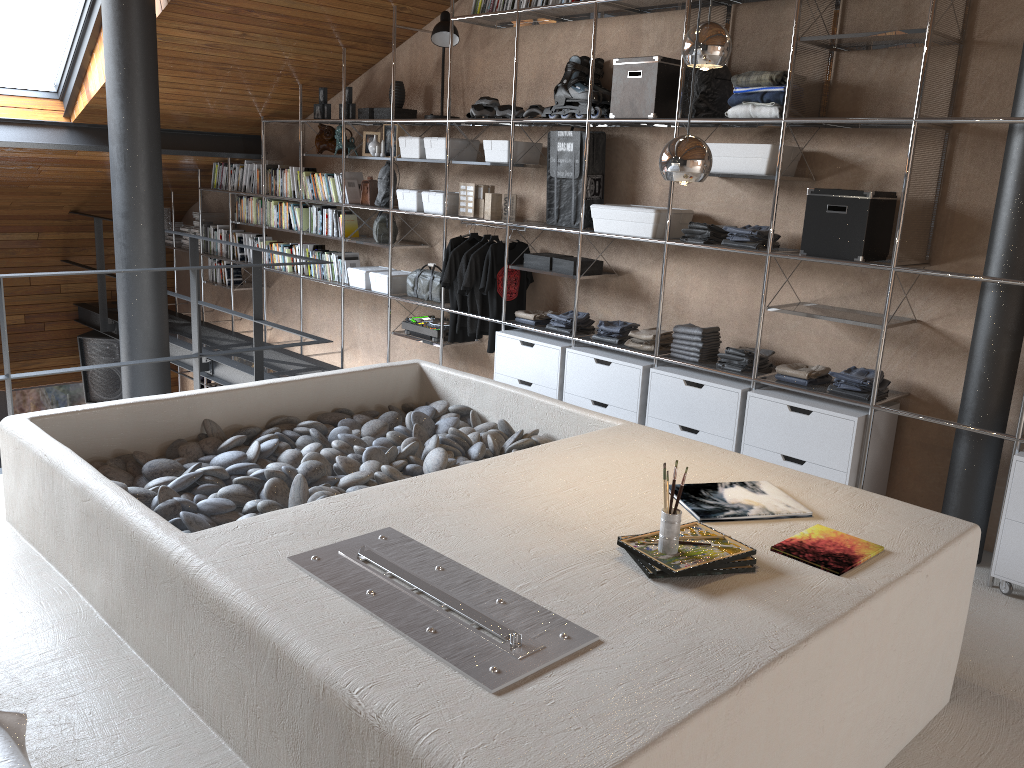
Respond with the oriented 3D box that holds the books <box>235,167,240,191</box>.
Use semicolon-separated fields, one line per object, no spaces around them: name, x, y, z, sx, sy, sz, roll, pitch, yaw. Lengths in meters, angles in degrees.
books;-2.279;-1.739;7.526;0.131;0.202;0.068;-10;19;-43

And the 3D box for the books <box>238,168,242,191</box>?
books;-2.239;-1.722;7.491;0.126;0.194;0.064;-10;19;-43

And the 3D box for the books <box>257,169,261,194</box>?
books;-2.027;-1.665;7.289;0.143;0.199;0.019;-10;19;-43

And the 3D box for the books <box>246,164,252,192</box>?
books;-2.127;-1.709;7.358;0.148;0.229;0.073;-10;19;-43

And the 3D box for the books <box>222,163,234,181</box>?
books;-2.450;-1.803;7.708;0.129;0.226;0.069;-10;19;-43

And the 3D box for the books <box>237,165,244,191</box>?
books;-2.249;-1.735;7.494;0.133;0.215;0.070;-10;19;-43

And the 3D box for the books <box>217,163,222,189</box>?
books;-2.502;-1.821;7.772;0.161;0.228;0.080;-10;19;-43

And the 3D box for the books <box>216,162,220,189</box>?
books;-2.520;-1.827;7.791;0.148;0.229;0.073;-10;19;-43

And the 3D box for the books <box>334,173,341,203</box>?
books;-1.209;-1.434;6.492;0.164;0.209;0.084;-10;19;-44

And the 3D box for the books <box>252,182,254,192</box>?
books;-2.073;-1.685;7.341;0.137;0.197;0.063;-10;19;-44

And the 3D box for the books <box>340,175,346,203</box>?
books;-1.171;-1.412;6.433;0.125;0.200;0.088;-10;19;-43

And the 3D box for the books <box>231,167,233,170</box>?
books;-2.362;-1.754;7.592;0.111;0.194;0.059;-10;19;-43

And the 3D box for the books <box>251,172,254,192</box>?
books;-2.090;-1.678;7.346;0.131;0.178;0.057;-10;19;-44

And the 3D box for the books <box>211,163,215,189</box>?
books;-2.575;-1.840;7.829;0.148;0.229;0.073;-10;19;-43

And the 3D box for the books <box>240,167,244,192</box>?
books;-2.228;-1.723;7.476;0.123;0.201;0.071;-10;19;-43

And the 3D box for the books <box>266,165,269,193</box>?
books;-1.926;-1.648;7.170;0.129;0.231;0.010;-10;19;-43

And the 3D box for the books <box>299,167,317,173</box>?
books;-1.564;-1.548;6.836;0.148;0.232;0.053;-10;19;-43

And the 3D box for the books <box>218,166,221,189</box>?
books;-2.499;-1.801;7.747;0.130;0.202;0.063;-10;19;-43

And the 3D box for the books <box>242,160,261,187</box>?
books;-2.193;-1.748;7.463;0.143;0.264;0.088;-10;19;-43

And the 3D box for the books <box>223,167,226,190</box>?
books;-2.427;-1.774;7.655;0.127;0.197;0.063;-10;19;-43

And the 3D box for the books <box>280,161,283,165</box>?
books;-1.923;-1.671;7.190;0.143;0.268;0.020;-10;19;-43

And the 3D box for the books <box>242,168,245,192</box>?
books;-2.200;-1.721;7.448;0.118;0.218;0.073;-10;19;-43

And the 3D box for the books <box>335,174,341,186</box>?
books;-1.201;-1.433;6.486;0.082;0.209;0.170;16;19;43

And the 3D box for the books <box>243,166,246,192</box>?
books;-2.171;-1.714;7.430;0.155;0.212;0.073;-10;19;-43

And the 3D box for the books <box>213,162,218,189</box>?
books;-2.544;-1.835;7.821;0.169;0.229;0.077;-10;19;-43

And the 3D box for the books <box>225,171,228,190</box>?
books;-2.412;-1.757;7.646;0.119;0.169;0.058;-10;19;-43

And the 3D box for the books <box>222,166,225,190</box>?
books;-2.448;-1.784;7.691;0.127;0.197;0.063;-10;19;-43

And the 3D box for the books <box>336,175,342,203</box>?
books;-1.208;-1.416;6.453;0.127;0.192;0.079;-10;19;-43

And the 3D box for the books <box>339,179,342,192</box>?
books;-1.186;-1.397;6.438;0.119;0.166;0.072;-10;19;-43

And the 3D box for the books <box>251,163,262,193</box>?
books;-2.071;-1.711;7.378;0.191;0.244;0.075;-10;19;-43

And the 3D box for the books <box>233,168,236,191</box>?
books;-2.302;-1.740;7.546;0.138;0.189;0.065;-10;19;-43

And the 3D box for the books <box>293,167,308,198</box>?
books;-1.611;-1.552;6.838;0.148;0.232;0.053;-10;19;-43

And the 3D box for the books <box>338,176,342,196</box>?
books;-1.195;-1.415;6.450;0.127;0.192;0.079;-10;19;-43

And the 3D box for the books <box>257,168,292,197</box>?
books;-1.856;-1.616;7.092;0.131;0.216;0.509;-10;19;-43

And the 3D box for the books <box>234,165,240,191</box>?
books;-2.289;-1.746;7.534;0.137;0.213;0.068;-10;19;-43

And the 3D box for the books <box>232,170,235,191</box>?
books;-2.323;-1.731;7.551;0.112;0.173;0.054;-10;19;-43

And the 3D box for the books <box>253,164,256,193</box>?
books;-2.061;-1.689;7.315;0.148;0.232;0.053;-10;19;-43

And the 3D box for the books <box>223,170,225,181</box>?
books;-2.430;-1.781;7.683;0.139;0.199;0.074;-10;19;-44

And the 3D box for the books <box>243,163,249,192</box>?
books;-2.160;-1.718;7.389;0.148;0.229;0.073;-10;19;-43

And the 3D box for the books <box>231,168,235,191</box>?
books;-2.329;-1.742;7.550;0.111;0.194;0.059;-10;19;-43

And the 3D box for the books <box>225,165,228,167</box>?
books;-2.407;-1.789;7.682;0.177;0.214;0.064;-10;19;-43

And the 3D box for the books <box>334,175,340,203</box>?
books;-1.228;-1.426;6.488;0.127;0.192;0.079;-10;19;-43

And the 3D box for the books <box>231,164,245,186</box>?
books;-2.330;-1.760;7.558;0.122;0.227;0.076;-10;19;-43

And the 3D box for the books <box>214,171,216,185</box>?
books;-2.554;-1.814;7.807;0.131;0.178;0.057;-10;19;-44

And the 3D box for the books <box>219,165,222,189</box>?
books;-2.481;-1.803;7.746;0.146;0.208;0.071;-10;19;-43

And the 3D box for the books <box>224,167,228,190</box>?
books;-2.414;-1.773;7.652;0.127;0.197;0.063;-10;19;-43

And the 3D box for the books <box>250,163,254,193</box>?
books;-2.083;-1.715;7.383;0.191;0.249;0.077;-10;19;-43

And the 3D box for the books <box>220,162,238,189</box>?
books;-2.463;-1.810;7.715;0.143;0.233;0.081;-10;19;-44

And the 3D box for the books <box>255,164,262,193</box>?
books;-2.041;-1.687;7.302;0.148;0.234;0.033;-10;19;-43

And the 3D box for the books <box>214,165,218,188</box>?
books;-2.538;-1.824;7.798;0.149;0.202;0.067;-10;19;-44

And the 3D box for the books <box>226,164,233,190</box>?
books;-2.367;-1.775;7.625;0.161;0.219;0.074;-10;19;-43

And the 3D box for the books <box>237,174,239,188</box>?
books;-2.265;-1.731;7.522;0.120;0.186;0.064;-10;19;-43

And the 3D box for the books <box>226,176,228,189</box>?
books;-2.390;-1.770;7.634;0.125;0.204;0.072;-10;19;-43
